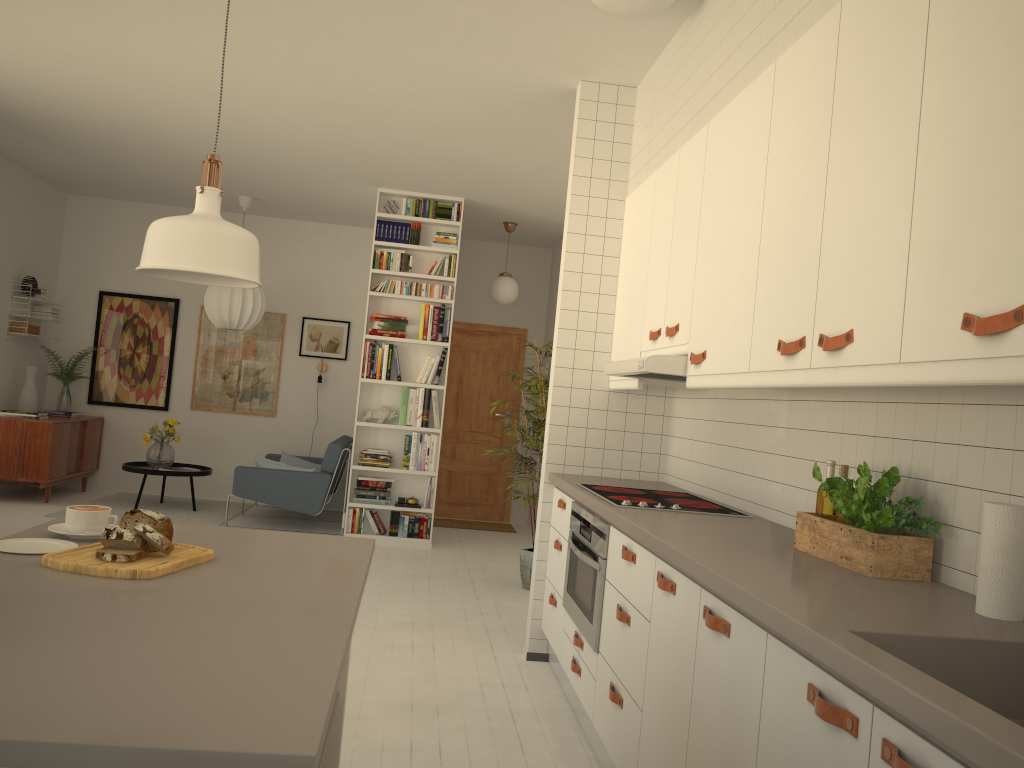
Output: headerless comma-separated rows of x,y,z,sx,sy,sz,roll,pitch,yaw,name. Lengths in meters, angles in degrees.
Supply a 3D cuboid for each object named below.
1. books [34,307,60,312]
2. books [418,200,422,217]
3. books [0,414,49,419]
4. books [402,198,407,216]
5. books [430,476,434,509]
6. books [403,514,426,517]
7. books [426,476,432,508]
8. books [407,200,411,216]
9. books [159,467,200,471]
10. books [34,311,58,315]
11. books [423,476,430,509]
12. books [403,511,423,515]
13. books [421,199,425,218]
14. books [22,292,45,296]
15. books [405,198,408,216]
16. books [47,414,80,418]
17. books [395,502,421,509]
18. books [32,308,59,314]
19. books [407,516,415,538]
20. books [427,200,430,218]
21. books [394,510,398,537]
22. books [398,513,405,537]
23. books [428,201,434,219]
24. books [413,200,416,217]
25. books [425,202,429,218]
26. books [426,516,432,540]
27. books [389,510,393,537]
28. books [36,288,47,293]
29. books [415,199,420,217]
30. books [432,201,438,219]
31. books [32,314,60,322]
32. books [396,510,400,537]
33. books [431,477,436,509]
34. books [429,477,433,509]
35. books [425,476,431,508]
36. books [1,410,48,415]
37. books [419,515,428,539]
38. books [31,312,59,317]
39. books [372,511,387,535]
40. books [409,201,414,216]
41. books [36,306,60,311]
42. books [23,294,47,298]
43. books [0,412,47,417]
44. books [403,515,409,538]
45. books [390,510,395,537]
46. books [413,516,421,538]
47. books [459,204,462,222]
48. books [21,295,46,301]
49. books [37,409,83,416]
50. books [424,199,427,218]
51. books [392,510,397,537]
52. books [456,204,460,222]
-4.397,-0.703,8.384,0.153,0.013,0.197,5,-1,-4,books
-0.768,-1.445,7.413,0.024,0.148,0.188,6,-1,-6,books
-4.220,0.279,7.679,0.320,0.020,0.237,6,-1,-10,books
-0.896,-1.458,7.381,0.026,0.149,0.155,6,-1,-6,books
-0.664,0.899,7.370,0.007,0.257,0.181,6,-1,-6,books
-0.810,1.078,7.356,0.193,0.012,0.130,6,-1,-6,books
-0.688,0.898,7.352,0.033,0.258,0.130,6,-1,-6,books
-0.858,-1.448,7.377,0.023,0.137,0.161,6,-1,-6,books
-2.961,0.771,7.907,0.200,0.031,0.289,5,-1,28,books
-4.407,-0.670,8.391,0.147,0.012,0.195,6,-1,-9,books
-0.710,0.896,7.383,0.034,0.257,0.209,6,-1,-6,books
-0.821,1.068,7.337,0.165,0.006,0.103,6,-1,-6,books
-0.745,-1.446,7.423,0.024,0.156,0.227,6,-1,-6,books
-4.356,-0.828,8.078,0.155,0.024,0.136,6,-1,-13,books
-0.879,-1.454,7.400,0.013,0.146,0.208,6,-1,-6,books
-4.272,0.286,8.294,0.371,0.022,0.259,6,-1,-6,books
-0.857,0.998,7.301,0.214,0.023,0.130,6,-1,-6,books
-4.401,-0.686,8.377,0.173,0.023,0.190,6,-1,-7,books
-0.839,1.179,7.357,0.048,0.163,0.209,6,-1,-6,books
-0.698,-1.440,7.419,0.009,0.151,0.208,6,-1,-6,books
-0.955,1.142,7.337,0.015,0.214,0.202,6,-1,-6,books
-0.914,1.164,7.355,0.044,0.179,0.224,6,-1,-6,books
-0.679,-1.438,7.433,0.032,0.154,0.212,6,-1,-6,books
-0.817,-1.445,7.410,0.018,0.141,0.206,6,-1,-6,books
-0.712,-1.434,7.411,0.019,0.137,0.201,6,-1,-6,books
-0.695,1.187,7.385,0.032,0.176,0.230,6,-1,-6,books
-1.000,1.138,7.331,0.015,0.214,0.202,6,-1,-6,books
-4.340,-0.857,8.075,0.178,0.036,0.145,6,-1,-13,books
-0.792,-1.446,7.394,0.028,0.147,0.192,6,-1,-6,books
-0.646,-1.435,7.421,0.032,0.152,0.200,6,-1,-6,books
-4.404,-0.625,8.382,0.179,0.038,0.190,6,-1,-7,books
-0.941,1.143,7.345,0.015,0.214,0.202,6,-1,-6,books
-0.654,0.900,7.362,0.011,0.256,0.139,6,-1,-6,books
-0.672,0.899,7.382,0.008,0.256,0.184,6,-1,-6,books
-0.701,0.897,7.386,0.030,0.256,0.198,6,-1,-6,books
-4.215,0.248,7.679,0.311,0.015,0.192,5,-1,-3,books
-0.737,1.181,7.363,0.056,0.180,0.202,6,-1,-6,books
-4.407,-0.654,8.374,0.168,0.021,0.197,5,-1,-4,books
-1.092,1.143,7.319,0.131,0.188,0.136,6,-1,-6,books
-0.839,-1.443,7.422,0.025,0.131,0.253,6,-1,-6,books
-4.390,-0.717,8.384,0.147,0.016,0.195,6,-1,-9,books
-4.349,-0.806,8.085,0.158,0.019,0.131,5,-1,-4,books
-4.228,0.262,7.678,0.296,0.015,0.240,6,-1,-7,books
-0.878,1.169,7.353,0.032,0.176,0.222,6,-1,-6,books
-0.986,1.139,7.340,0.015,0.214,0.202,6,-1,-6,books
-0.792,1.181,7.377,0.050,0.170,0.221,6,-1,-6,books
-0.441,-1.415,7.470,0.014,0.154,0.260,6,-1,-6,books
-4.359,-0.783,8.082,0.159,0.028,0.147,6,-1,-9,books
-4.257,0.266,8.302,0.368,0.020,0.255,5,-1,-4,books
-0.727,-1.445,7.420,0.012,0.158,0.220,6,-1,-6,books
-0.970,1.140,7.328,0.015,0.214,0.202,6,-1,-6,books
-0.456,-1.415,7.447,0.021,0.151,0.228,6,-1,-6,books
